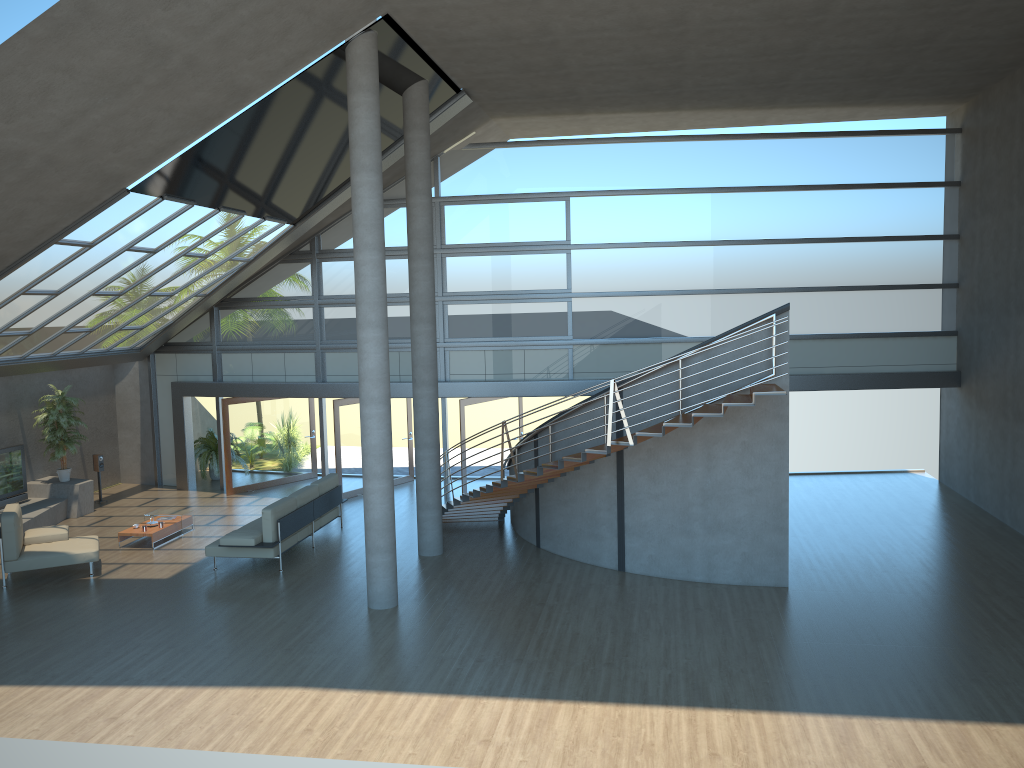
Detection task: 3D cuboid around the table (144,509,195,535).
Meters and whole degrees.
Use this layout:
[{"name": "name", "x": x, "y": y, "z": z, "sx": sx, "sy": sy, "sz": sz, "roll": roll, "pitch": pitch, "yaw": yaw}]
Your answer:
[{"name": "table", "x": -5.798, "y": 2.341, "z": 15.028, "sx": 0.680, "sy": 0.342, "sz": 0.400, "roll": -1, "pitch": 5, "yaw": 10}]

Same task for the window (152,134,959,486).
[{"name": "window", "x": 0.405, "y": -1.154, "z": 17.253, "sx": 16.616, "sy": 6.630, "sz": 1.098, "roll": -1, "pitch": 5, "yaw": 8}]

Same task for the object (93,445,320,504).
[{"name": "object", "x": -10.208, "y": 2.122, "z": 15.461, "sx": 7.863, "sy": 0.982, "sz": 21.345, "roll": 0, "pitch": 5, "yaw": 13}]

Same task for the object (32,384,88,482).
[{"name": "object", "x": -8.453, "y": 0.905, "z": 16.613, "sx": 0.932, "sy": 1.857, "sz": 0.895, "roll": -5, "pitch": 6, "yaw": -31}]

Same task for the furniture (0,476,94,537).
[{"name": "furniture", "x": -8.485, "y": 2.224, "z": 15.755, "sx": 1.577, "sy": 0.610, "sz": 2.936, "roll": -1, "pitch": 5, "yaw": 10}]

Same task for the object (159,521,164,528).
[{"name": "object", "x": -5.680, "y": 2.276, "z": 14.367, "sx": 0.070, "sy": 0.101, "sz": 0.085, "roll": 2, "pitch": 6, "yaw": 38}]

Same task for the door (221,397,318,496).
[{"name": "door", "x": -5.072, "y": 1.181, "z": 18.731, "sx": 0.200, "sy": 1.977, "sz": 2.298, "roll": 3, "pitch": 6, "yaw": 39}]

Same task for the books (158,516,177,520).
[{"name": "books", "x": -5.824, "y": 2.266, "z": 15.001, "sx": 0.275, "sy": 0.005, "sz": 0.189, "roll": -2, "pitch": 5, "yaw": -7}]

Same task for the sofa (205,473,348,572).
[{"name": "sofa", "x": -3.651, "y": 2.109, "z": 13.949, "sx": 1.166, "sy": 0.947, "sz": 3.079, "roll": -1, "pitch": 5, "yaw": 9}]

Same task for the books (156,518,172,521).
[{"name": "books", "x": -5.850, "y": 2.275, "z": 14.955, "sx": 0.275, "sy": 0.005, "sz": 0.189, "roll": -2, "pitch": 5, "yaw": -10}]

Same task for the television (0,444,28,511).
[{"name": "television", "x": -8.984, "y": 1.692, "z": 15.322, "sx": 0.396, "sy": 1.063, "sz": 1.568, "roll": -1, "pitch": 5, "yaw": 10}]

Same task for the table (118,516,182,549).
[{"name": "table", "x": -5.864, "y": 2.432, "z": 14.640, "sx": 0.600, "sy": 0.250, "sz": 1.200, "roll": -1, "pitch": 5, "yaw": 10}]

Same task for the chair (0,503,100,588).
[{"name": "chair", "x": -6.668, "y": 2.232, "z": 12.836, "sx": 1.244, "sy": 1.023, "sz": 1.217, "roll": -4, "pitch": 6, "yaw": -25}]

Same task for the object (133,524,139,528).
[{"name": "object", "x": -6.088, "y": 2.293, "z": 14.366, "sx": 0.102, "sy": 0.086, "sz": 0.100, "roll": 0, "pitch": 5, "yaw": 14}]

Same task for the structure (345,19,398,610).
[{"name": "structure", "x": -1.706, "y": -0.783, "z": 10.810, "sx": 0.381, "sy": 7.125, "sz": 0.382, "roll": -1, "pitch": 5, "yaw": 10}]

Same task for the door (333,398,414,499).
[{"name": "door", "x": -2.771, "y": 1.187, "z": 18.030, "sx": 0.200, "sy": 1.977, "sz": 2.298, "roll": 2, "pitch": 6, "yaw": 33}]

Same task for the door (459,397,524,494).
[{"name": "door", "x": -0.362, "y": 1.170, "z": 17.559, "sx": 0.200, "sy": 1.977, "sz": 2.298, "roll": 2, "pitch": 6, "yaw": 31}]

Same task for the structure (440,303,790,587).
[{"name": "structure", "x": 0.829, "y": 0.755, "z": 12.516, "sx": 2.349, "sy": 3.653, "sz": 6.809, "roll": -6, "pitch": 7, "yaw": -42}]

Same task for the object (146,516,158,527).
[{"name": "object", "x": -5.869, "y": 2.242, "z": 14.463, "sx": 0.178, "sy": 0.161, "sz": 0.178, "roll": -5, "pitch": 7, "yaw": -39}]

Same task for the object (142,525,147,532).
[{"name": "object", "x": -5.870, "y": 2.300, "z": 14.149, "sx": 0.085, "sy": 0.101, "sz": 0.070, "roll": -1, "pitch": 5, "yaw": 8}]

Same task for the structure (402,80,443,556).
[{"name": "structure", "x": -1.315, "y": -0.995, "z": 13.093, "sx": 0.381, "sy": 7.125, "sz": 0.382, "roll": -5, "pitch": 6, "yaw": -36}]
